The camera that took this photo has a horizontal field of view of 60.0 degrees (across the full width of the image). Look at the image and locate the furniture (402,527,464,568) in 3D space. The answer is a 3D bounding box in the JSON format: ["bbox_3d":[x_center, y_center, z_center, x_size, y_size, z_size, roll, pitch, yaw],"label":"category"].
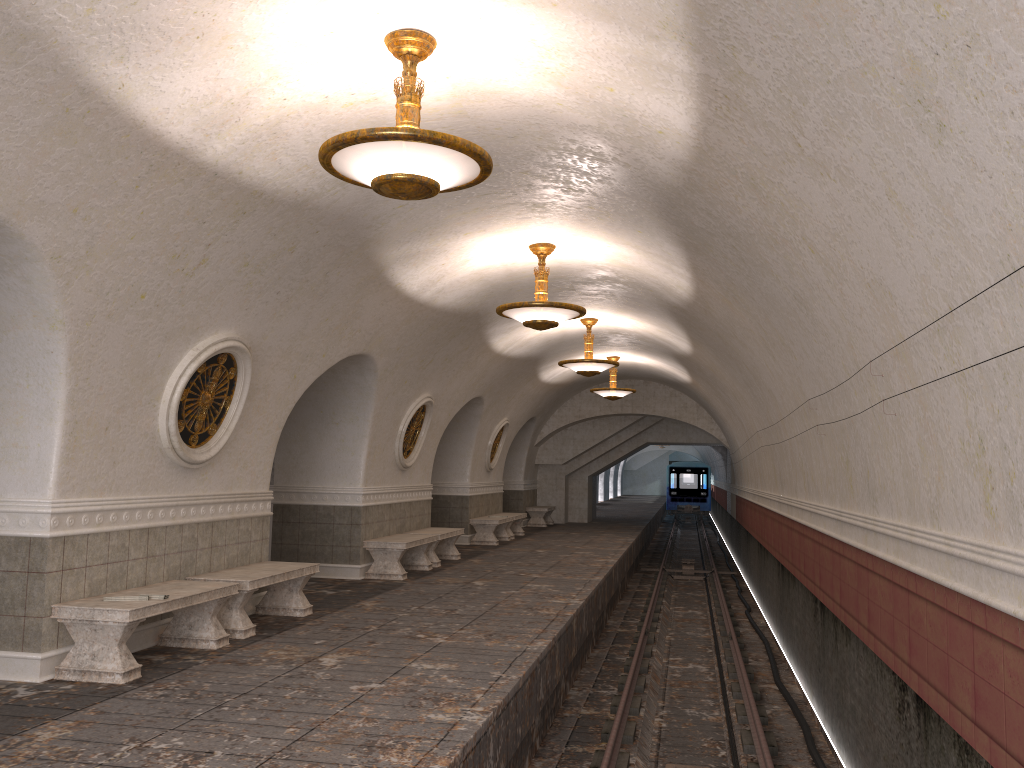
[{"bbox_3d":[-1.255,2.620,14.299,0.613,0.508,1.509,0,-6,11],"label":"furniture"}]

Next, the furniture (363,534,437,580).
[{"bbox_3d":[-1.582,2.453,12.657,0.613,0.508,1.509,0,-6,11],"label":"furniture"}]

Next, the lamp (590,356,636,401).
[{"bbox_3d":[2.205,-0.108,19.337,1.008,0.955,1.008,5,-7,-33],"label":"lamp"}]

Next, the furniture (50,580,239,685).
[{"bbox_3d":[-2.751,1.856,6.782,0.613,0.508,1.509,0,-6,11],"label":"furniture"}]

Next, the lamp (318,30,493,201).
[{"bbox_3d":[-0.609,-1.545,5.198,1.008,0.955,1.008,2,-6,-5],"label":"lamp"}]

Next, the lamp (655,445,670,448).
[{"bbox_3d":[9.344,3.538,55.200,1.008,0.955,1.008,1,-6,-3],"label":"lamp"}]

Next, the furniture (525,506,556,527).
[{"bbox_3d":[0.801,3.670,24.627,0.613,0.508,1.509,0,-6,11],"label":"furniture"}]

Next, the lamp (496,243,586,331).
[{"bbox_3d":[0.329,-1.066,9.911,1.008,0.955,1.008,-2,-6,27],"label":"lamp"}]

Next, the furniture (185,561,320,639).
[{"bbox_3d":[-2.425,2.022,8.423,0.613,0.508,1.509,0,-6,11],"label":"furniture"}]

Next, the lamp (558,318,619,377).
[{"bbox_3d":[1.267,-0.587,14.623,1.008,0.955,1.008,-2,-6,27],"label":"lamp"}]

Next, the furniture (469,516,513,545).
[{"bbox_3d":[-0.423,3.045,18.476,0.613,0.508,1.509,0,-6,11],"label":"furniture"}]

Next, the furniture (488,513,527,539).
[{"bbox_3d":[-0.097,3.211,20.117,0.613,0.508,1.509,0,-6,11],"label":"furniture"}]
